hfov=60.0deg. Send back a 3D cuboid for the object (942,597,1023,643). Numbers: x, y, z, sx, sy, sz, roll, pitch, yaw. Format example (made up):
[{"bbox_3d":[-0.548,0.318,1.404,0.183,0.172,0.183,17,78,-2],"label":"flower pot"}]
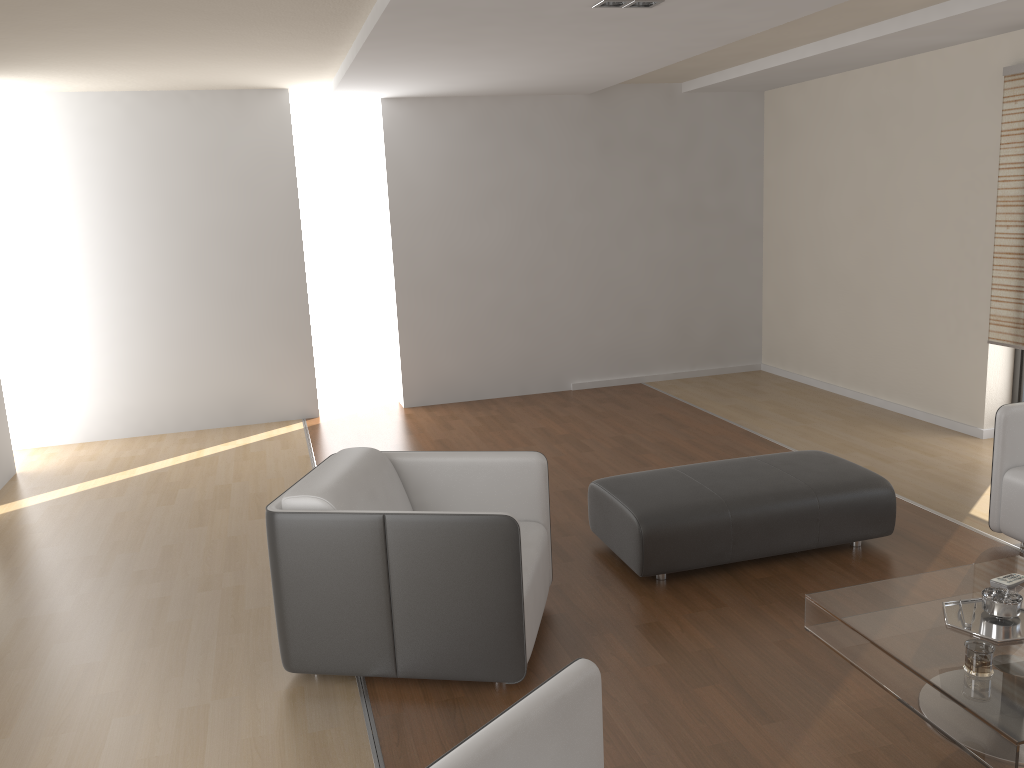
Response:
[{"bbox_3d":[1.514,0.742,2.797,0.315,0.011,0.273,-4,12,-8],"label":"object"}]

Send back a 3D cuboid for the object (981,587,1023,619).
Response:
[{"bbox_3d":[1.561,0.696,2.827,0.118,0.079,0.117,-4,12,-8],"label":"object"}]

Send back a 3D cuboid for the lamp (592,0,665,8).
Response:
[{"bbox_3d":[0.519,-1.745,3.971,0.291,0.087,0.146,-6,12,-15],"label":"lamp"}]

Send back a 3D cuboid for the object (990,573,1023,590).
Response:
[{"bbox_3d":[1.707,0.673,3.040,0.158,0.029,0.064,-11,14,-33],"label":"object"}]

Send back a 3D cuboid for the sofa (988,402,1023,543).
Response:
[{"bbox_3d":[2.940,0.531,3.133,0.919,0.661,2.238,-6,12,-15],"label":"sofa"}]

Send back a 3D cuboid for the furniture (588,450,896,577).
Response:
[{"bbox_3d":[1.073,0.573,4.236,1.291,0.301,0.685,-6,12,-15],"label":"furniture"}]

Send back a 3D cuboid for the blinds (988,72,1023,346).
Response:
[{"bbox_3d":[3.133,-0.979,5.035,0.001,1.635,0.980,-6,12,-15],"label":"blinds"}]

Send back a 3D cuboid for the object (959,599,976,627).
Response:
[{"bbox_3d":[1.450,0.726,2.820,0.051,0.035,0.147,3,13,26],"label":"object"}]

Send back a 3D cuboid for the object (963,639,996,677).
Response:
[{"bbox_3d":[1.323,0.776,2.511,0.079,0.077,0.079,-9,13,-26],"label":"object"}]

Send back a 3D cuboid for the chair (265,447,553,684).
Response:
[{"bbox_3d":[-0.353,0.636,3.407,0.919,0.661,0.767,-1,12,10],"label":"chair"}]

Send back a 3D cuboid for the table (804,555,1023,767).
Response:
[{"bbox_3d":[1.567,0.905,2.762,0.900,0.300,0.900,-6,12,-15],"label":"table"}]

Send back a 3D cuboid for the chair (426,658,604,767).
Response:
[{"bbox_3d":[0.189,1.025,1.505,0.767,0.706,0.919,7,15,39],"label":"chair"}]
